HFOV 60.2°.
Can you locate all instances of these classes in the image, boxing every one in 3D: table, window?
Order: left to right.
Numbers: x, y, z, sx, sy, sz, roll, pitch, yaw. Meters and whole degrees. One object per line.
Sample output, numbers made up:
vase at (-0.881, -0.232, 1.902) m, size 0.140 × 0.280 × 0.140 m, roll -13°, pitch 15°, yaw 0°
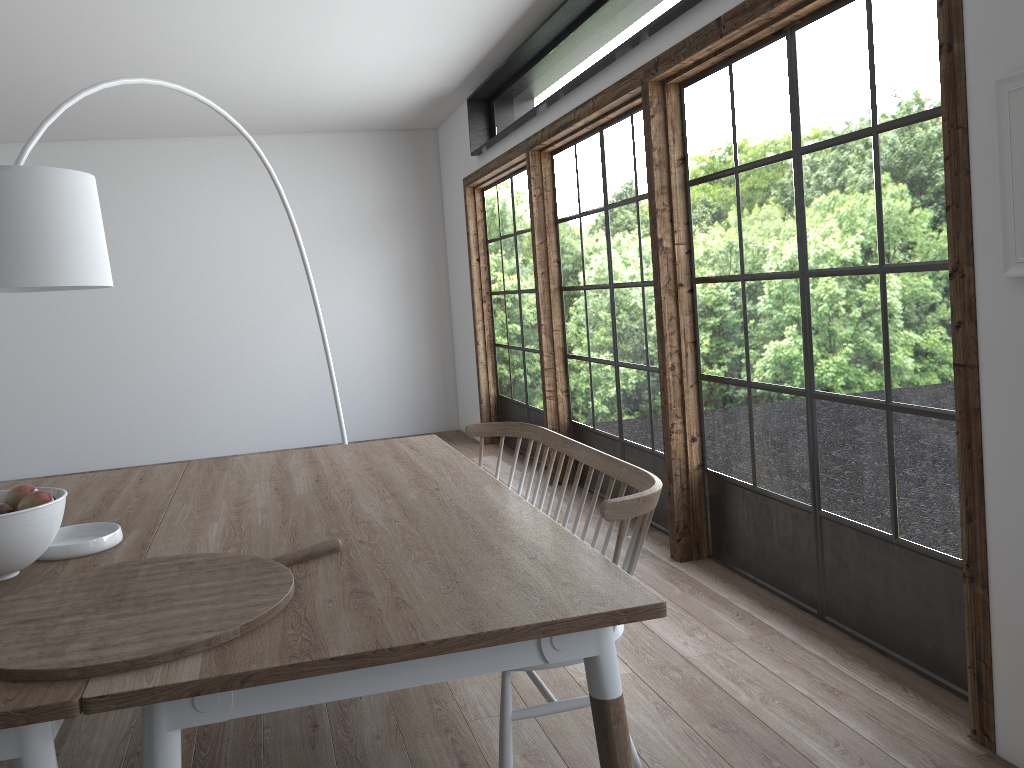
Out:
table at (-1.340, 0.793, 2.203) m, size 0.923 × 0.747 × 2.077 m, roll -6°, pitch 6°, yaw -15°
table at (-0.442, 0.702, 2.409) m, size 0.923 × 0.747 × 2.077 m, roll -6°, pitch 6°, yaw -15°
window at (0.496, -0.388, 4.887) m, size 0.159 × 2.249 × 5.496 m, roll -5°, pitch 6°, yaw -16°

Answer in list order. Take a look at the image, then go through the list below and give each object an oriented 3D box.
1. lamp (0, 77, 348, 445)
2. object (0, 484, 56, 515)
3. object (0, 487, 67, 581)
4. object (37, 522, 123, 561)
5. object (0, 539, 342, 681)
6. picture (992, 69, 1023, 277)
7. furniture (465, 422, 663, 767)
lamp at (-0.649, -0.153, 4.562) m, size 0.880 × 2.017 × 5.186 m, roll -4°, pitch 6°, yaw 10°
object at (-1.152, 0.325, 1.960) m, size 0.243 × 0.167 × 0.245 m, roll -1°, pitch 6°, yaw 36°
object at (-1.149, 0.346, 1.957) m, size 0.310 × 0.164 × 0.320 m, roll -6°, pitch 6°, yaw -17°
object at (-1.065, 0.383, 2.156) m, size 0.210 × 0.035 × 0.221 m, roll -9°, pitch 7°, yaw -35°
object at (-0.708, 0.412, 1.701) m, size 0.601 × 0.023 × 0.674 m, roll -4°, pitch 6°, yaw 8°
picture at (1.231, -0.473, 1.900) m, size 0.029 × 0.469 × 0.442 m, roll -5°, pitch 4°, yaw -16°
furniture at (0.001, 0.612, 2.641) m, size 0.537 × 0.808 × 1.384 m, roll -5°, pitch 5°, yaw -15°
